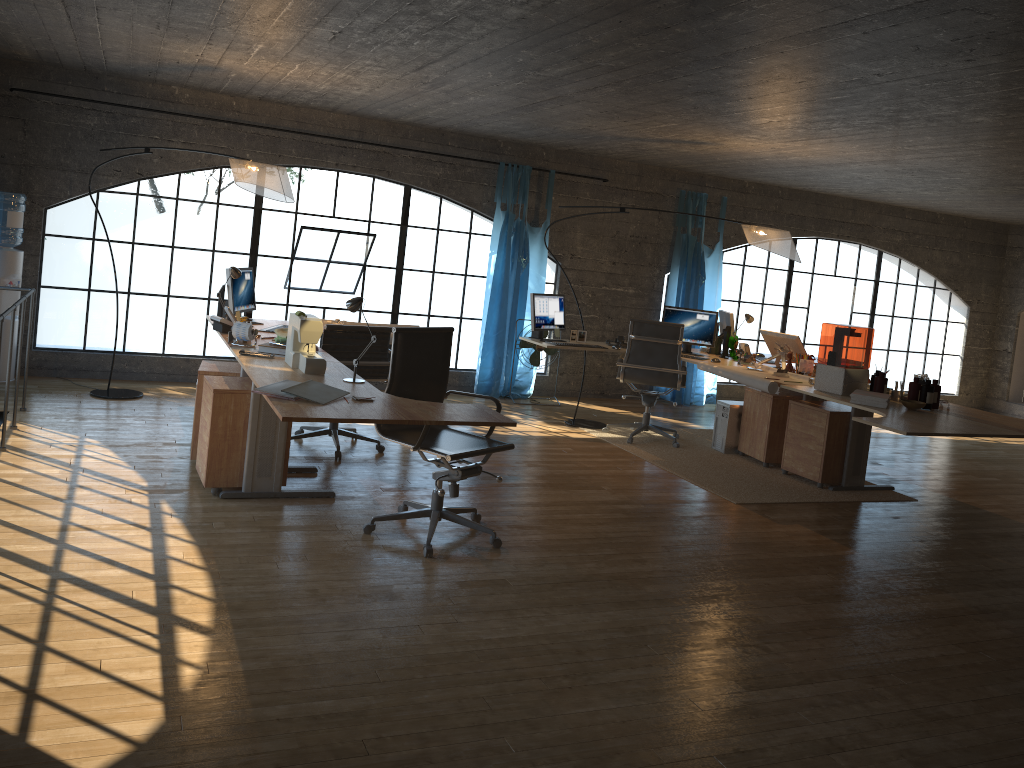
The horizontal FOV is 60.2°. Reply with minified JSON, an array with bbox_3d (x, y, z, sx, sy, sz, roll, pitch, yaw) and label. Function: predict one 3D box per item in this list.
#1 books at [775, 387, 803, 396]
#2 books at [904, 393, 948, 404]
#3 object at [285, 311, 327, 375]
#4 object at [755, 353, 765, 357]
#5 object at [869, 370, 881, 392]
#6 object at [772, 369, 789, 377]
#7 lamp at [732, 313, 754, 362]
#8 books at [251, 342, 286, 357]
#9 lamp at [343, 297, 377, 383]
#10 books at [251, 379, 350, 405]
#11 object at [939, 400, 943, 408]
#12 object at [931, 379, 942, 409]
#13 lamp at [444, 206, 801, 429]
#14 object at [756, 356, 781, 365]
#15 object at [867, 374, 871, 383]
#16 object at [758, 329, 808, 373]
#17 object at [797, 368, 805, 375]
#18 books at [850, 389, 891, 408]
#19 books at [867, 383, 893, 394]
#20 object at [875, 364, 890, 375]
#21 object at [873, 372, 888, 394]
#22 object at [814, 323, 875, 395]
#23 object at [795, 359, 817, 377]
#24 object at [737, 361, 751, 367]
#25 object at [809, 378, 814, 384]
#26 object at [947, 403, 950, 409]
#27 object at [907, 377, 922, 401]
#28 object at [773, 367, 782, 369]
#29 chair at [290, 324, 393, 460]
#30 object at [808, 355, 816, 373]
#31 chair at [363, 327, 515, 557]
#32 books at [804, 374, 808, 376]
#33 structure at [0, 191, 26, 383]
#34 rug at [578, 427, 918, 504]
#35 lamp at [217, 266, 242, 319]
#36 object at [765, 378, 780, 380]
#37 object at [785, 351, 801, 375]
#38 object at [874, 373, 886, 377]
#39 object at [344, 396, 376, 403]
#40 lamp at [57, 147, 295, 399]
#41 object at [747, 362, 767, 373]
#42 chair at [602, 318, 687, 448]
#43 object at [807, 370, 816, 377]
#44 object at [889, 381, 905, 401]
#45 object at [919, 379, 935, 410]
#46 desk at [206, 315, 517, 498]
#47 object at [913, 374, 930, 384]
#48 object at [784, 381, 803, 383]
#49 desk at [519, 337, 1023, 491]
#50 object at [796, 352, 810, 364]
[{"bbox_3d":[2.165,0.018,6.976,0.309,0.109,0.222,3,8,-22],"label":"books"},{"bbox_3d":[2.760,0.085,6.058,0.306,0.044,0.321,3,9,-19],"label":"books"},{"bbox_3d":[-1.043,-0.222,4.492,0.136,0.282,0.407,5,7,-24],"label":"object"},{"bbox_3d":[2.269,-0.266,8.089,0.101,0.034,0.059,8,7,11],"label":"object"},{"bbox_3d":[2.431,0.001,5.884,0.079,0.186,0.080,5,4,-17],"label":"object"},{"bbox_3d":[2.012,-0.085,6.608,0.130,0.055,0.049,3,6,-24],"label":"object"},{"bbox_3d":[1.935,-0.394,7.430,0.105,0.407,0.209,6,4,-13],"label":"lamp"},{"bbox_3d":[-1.306,-0.196,4.906,0.291,0.054,0.261,9,9,16],"label":"books"},{"bbox_3d":[-0.731,-0.212,4.240,0.105,0.407,0.209,4,5,-38],"label":"lamp"},{"bbox_3d":[-0.893,0.026,3.757,0.318,0.044,0.309,8,8,11],"label":"books"},{"bbox_3d":[2.824,0.131,5.802,0.026,0.043,0.026,8,5,21],"label":"object"},{"bbox_3d":[2.709,0.064,5.671,0.079,0.186,0.080,5,4,-17],"label":"object"},{"bbox_3d":[-0.616,-0.828,8.270,6.267,1.923,0.386,10,4,22],"label":"lamp"},{"bbox_3d":[2.205,-0.211,7.749,0.187,0.011,0.495,6,8,1],"label":"object"},{"bbox_3d":[2.486,-0.049,6.314,0.130,0.175,0.200,6,6,0],"label":"object"},{"bbox_3d":[2.190,-0.264,7.119,0.285,0.298,0.399,3,7,-33],"label":"object"},{"bbox_3d":[2.244,-0.112,6.859,0.077,0.082,0.077,6,6,-6],"label":"object"},{"bbox_3d":[2.265,0.091,5.578,0.222,0.057,0.310,10,9,26],"label":"books"},{"bbox_3d":[2.504,0.044,6.057,0.177,0.069,0.232,4,8,-16],"label":"books"},{"bbox_3d":[2.551,-0.074,6.063,0.076,0.101,0.153,7,7,5],"label":"object"},{"bbox_3d":[2.416,0.014,5.785,0.079,0.186,0.080,6,4,-7],"label":"object"},{"bbox_3d":[2.248,-0.169,5.971,0.269,0.455,0.224,3,5,-34],"label":"object"},{"bbox_3d":[2.244,-0.120,6.742,0.155,0.135,0.099,7,5,11],"label":"object"},{"bbox_3d":[1.891,-0.158,7.119,0.109,0.022,0.139,6,8,-4],"label":"object"},{"bbox_3d":[2.147,-0.023,6.339,0.022,0.042,0.135,7,8,13],"label":"object"},{"bbox_3d":[2.847,0.144,5.755,0.017,0.037,0.017,8,4,21],"label":"object"},{"bbox_3d":[2.591,0.050,5.677,0.079,0.186,0.080,6,4,-7],"label":"object"},{"bbox_3d":[2.166,-0.135,7.161,0.096,0.024,0.108,5,8,-10],"label":"object"},{"bbox_3d":[-1.195,0.003,5.915,0.651,0.854,0.691,2,6,-37],"label":"chair"},{"bbox_3d":[2.372,-0.156,6.953,0.106,0.143,0.104,10,6,39],"label":"object"},{"bbox_3d":[-0.317,0.247,4.410,0.690,1.009,0.653,10,6,35],"label":"chair"},{"bbox_3d":[2.435,-0.062,6.913,0.329,0.012,0.217,0,11,-37],"label":"books"},{"bbox_3d":[-4.014,-0.764,6.900,0.327,1.468,0.329,6,3,-4],"label":"structure"},{"bbox_3d":[1.722,0.597,6.956,1.596,0.005,2.226,3,9,-24],"label":"rug"},{"bbox_3d":[-1.871,-0.569,5.785,0.106,0.407,0.207,8,5,33],"label":"lamp"},{"bbox_3d":[1.866,-0.036,6.325,0.125,0.009,0.012,5,7,-11],"label":"object"},{"bbox_3d":[2.171,-0.163,6.838,0.094,0.176,0.227,7,6,3],"label":"object"},{"bbox_3d":[2.524,-0.031,6.066,0.077,0.082,0.077,1,8,-45],"label":"object"},{"bbox_3d":[-0.642,0.066,3.781,0.142,0.013,0.129,3,9,-21],"label":"object"},{"bbox_3d":[-4.232,-1.123,7.574,6.281,1.922,0.385,11,5,31],"label":"lamp"},{"bbox_3d":[1.897,-0.133,6.820,0.160,0.064,0.054,11,7,33],"label":"object"},{"bbox_3d":[1.136,-0.042,7.413,0.654,1.009,0.688,7,5,10],"label":"chair"},{"bbox_3d":[2.321,-0.100,6.720,0.074,0.119,0.218,6,7,-5],"label":"object"},{"bbox_3d":[2.591,0.043,5.926,0.133,0.128,0.039,3,5,-29],"label":"object"},{"bbox_3d":[2.634,0.065,5.607,0.079,0.186,0.080,5,4,-17],"label":"object"},{"bbox_3d":[-0.873,0.206,5.209,1.631,0.733,3.549,3,9,-23],"label":"desk"},{"bbox_3d":[2.654,0.037,5.744,0.098,0.213,0.095,4,4,-26],"label":"object"},{"bbox_3d":[2.005,-0.014,6.291,0.146,0.007,0.008,4,6,-15],"label":"object"},{"bbox_3d":[2.195,0.342,6.566,3.250,0.733,3.510,3,9,-24],"label":"desk"},{"bbox_3d":[2.249,-0.158,6.851,0.104,0.175,0.101,3,6,-38],"label":"object"}]
